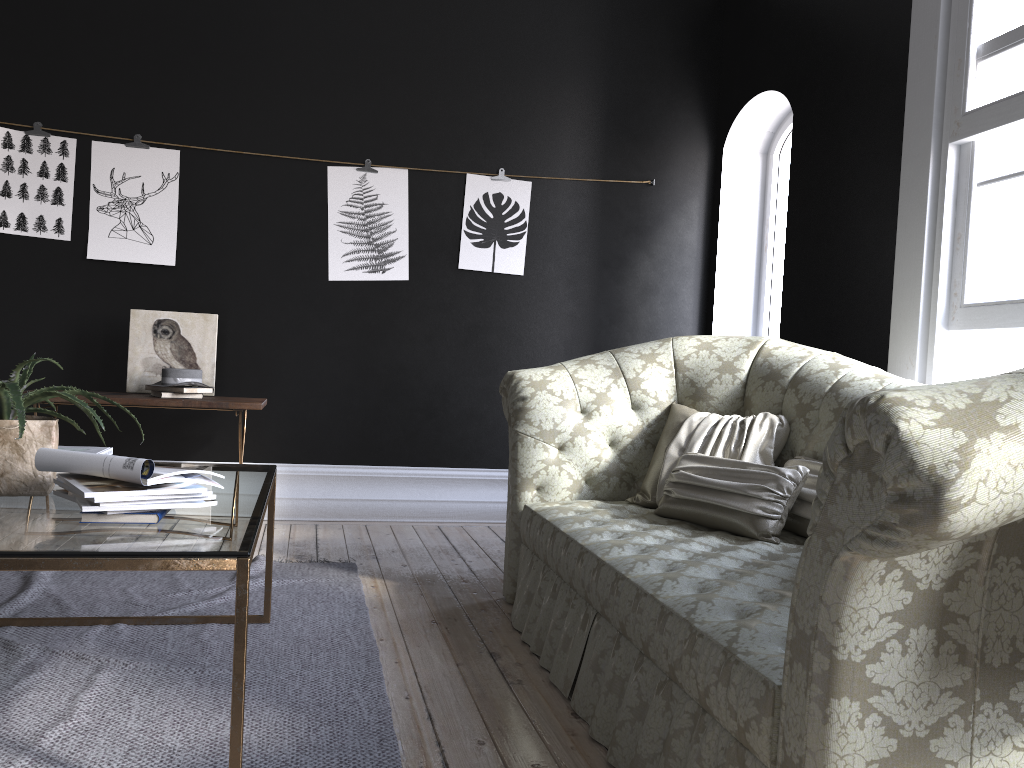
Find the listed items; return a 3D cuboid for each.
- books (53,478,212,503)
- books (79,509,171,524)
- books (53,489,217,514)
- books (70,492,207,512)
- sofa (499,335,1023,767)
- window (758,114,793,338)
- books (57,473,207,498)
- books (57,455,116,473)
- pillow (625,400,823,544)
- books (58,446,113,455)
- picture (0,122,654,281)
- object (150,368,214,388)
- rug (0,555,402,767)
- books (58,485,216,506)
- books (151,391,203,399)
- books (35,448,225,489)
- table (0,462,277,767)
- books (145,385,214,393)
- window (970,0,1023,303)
[{"bbox_3d":[-0.880,0.238,2.048,0.252,0.011,0.318,2,1,-41],"label":"books"},{"bbox_3d":[-0.873,0.287,2.030,0.162,0.023,0.231,3,1,-12],"label":"books"},{"bbox_3d":[-0.892,0.268,2.093,0.318,0.011,0.252,4,1,44],"label":"books"},{"bbox_3d":[-0.872,0.259,2.053,0.252,0.011,0.318,2,1,-31],"label":"books"},{"bbox_3d":[0.960,0.395,2.672,1.606,1.161,2.811,3,1,-12],"label":"sofa"},{"bbox_3d":[1.735,-0.907,5.266,0.112,1.458,0.739,2,2,-13],"label":"window"},{"bbox_3d":[-0.878,0.227,2.039,0.252,0.011,0.318,2,1,-36],"label":"books"},{"bbox_3d":[-1.326,0.250,2.763,0.193,0.030,0.289,2,1,-29],"label":"books"},{"bbox_3d":[0.790,0.290,3.122,0.529,0.416,1.104,3,1,-13],"label":"pillow"},{"bbox_3d":[-1.389,0.220,2.751,0.220,0.024,0.307,3,1,-13],"label":"books"},{"bbox_3d":[-1.301,-0.998,5.068,4.458,0.771,0.057,3,2,-13],"label":"picture"},{"bbox_3d":[-1.662,-0.032,4.467,0.258,0.087,0.328,4,2,43],"label":"object"},{"bbox_3d":[-1.363,0.819,2.236,2.106,0.050,3.642,3,1,-12],"label":"rug"},{"bbox_3d":[-0.877,0.248,2.067,0.252,0.011,0.318,2,1,-41],"label":"books"},{"bbox_3d":[-1.710,0.051,4.518,0.203,0.029,0.268,2,1,-33],"label":"books"},{"bbox_3d":[-0.904,0.211,2.114,0.322,0.109,0.273,3,1,22],"label":"books"},{"bbox_3d":[-1.213,0.558,2.305,1.093,0.558,1.448,3,1,-13],"label":"table"},{"bbox_3d":[-1.688,0.024,4.495,0.289,0.030,0.193,4,1,28],"label":"books"},{"bbox_3d":[1.898,-1.098,2.762,0.056,1.673,1.262,2,2,-13],"label":"window"}]
